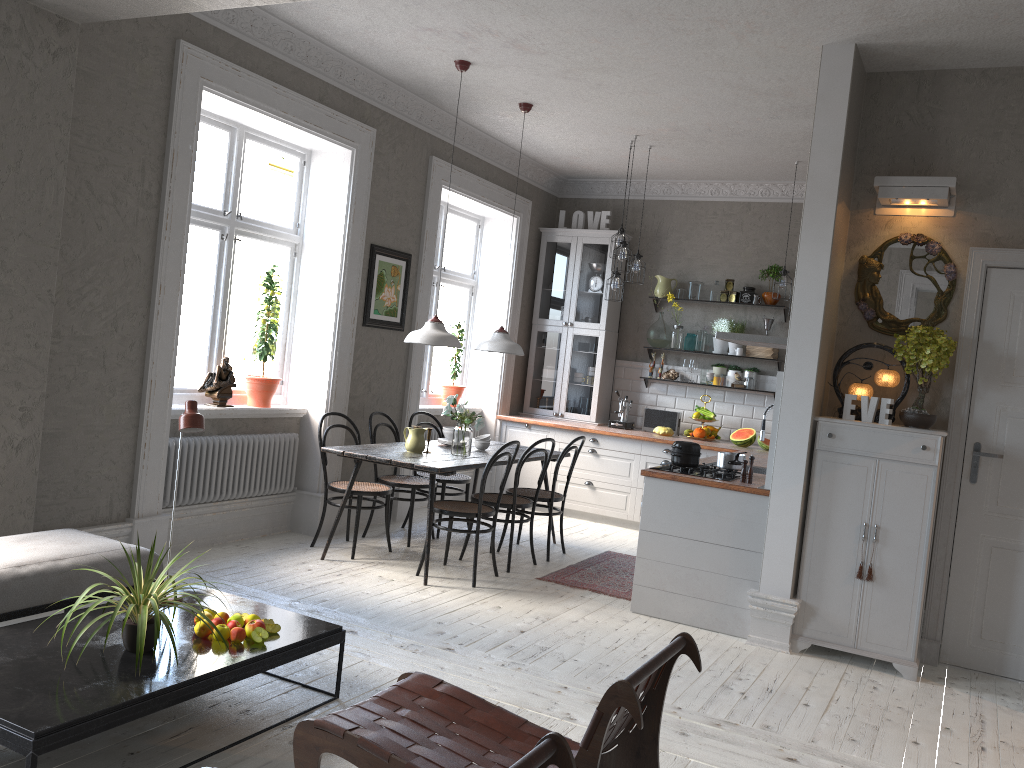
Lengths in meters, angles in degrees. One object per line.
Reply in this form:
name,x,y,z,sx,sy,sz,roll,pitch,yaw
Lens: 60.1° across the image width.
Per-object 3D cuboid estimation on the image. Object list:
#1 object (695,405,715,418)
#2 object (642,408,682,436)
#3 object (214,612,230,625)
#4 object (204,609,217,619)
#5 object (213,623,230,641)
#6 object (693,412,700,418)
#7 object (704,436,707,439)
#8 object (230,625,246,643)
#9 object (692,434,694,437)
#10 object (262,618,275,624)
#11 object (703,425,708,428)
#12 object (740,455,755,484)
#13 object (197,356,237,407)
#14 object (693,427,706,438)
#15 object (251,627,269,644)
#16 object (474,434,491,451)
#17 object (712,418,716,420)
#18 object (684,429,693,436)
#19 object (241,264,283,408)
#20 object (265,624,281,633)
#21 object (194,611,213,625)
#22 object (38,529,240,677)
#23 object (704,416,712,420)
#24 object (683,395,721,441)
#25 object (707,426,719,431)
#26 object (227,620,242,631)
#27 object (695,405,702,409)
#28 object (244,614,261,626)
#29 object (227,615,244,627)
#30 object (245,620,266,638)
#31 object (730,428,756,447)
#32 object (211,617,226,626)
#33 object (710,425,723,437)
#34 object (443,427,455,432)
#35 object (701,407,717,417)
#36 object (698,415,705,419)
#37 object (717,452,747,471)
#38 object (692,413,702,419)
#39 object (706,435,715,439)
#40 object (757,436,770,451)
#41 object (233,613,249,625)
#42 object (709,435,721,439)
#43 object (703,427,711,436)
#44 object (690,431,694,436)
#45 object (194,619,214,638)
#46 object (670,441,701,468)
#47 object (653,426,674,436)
object,1.795,0.256,8.231,0.207,0.101,0.068,7,2,33
object,1.431,0.363,8.478,0.345,0.226,0.089,7,2,26
object,-1.107,0.899,3.378,0.057,0.058,0.059,6,2,10
object,-1.171,0.893,3.408,0.068,0.055,0.059,6,2,-6
object,-1.061,0.906,3.239,0.063,0.063,0.060,5,2,-32
object,1.715,0.291,8.220,0.080,0.069,0.058,5,2,-44
object,1.772,0.491,8.207,0.070,0.065,0.070,5,2,-42
object,-1.001,0.916,3.235,0.057,0.058,0.056,5,2,-38
object,1.720,0.477,8.291,0.069,0.076,0.231,6,2,10
object,-0.950,0.925,3.440,0.047,0.036,0.062,8,2,38
object,1.824,0.431,8.316,0.084,0.093,0.088,7,2,23
object,1.369,0.491,5.149,0.071,0.166,0.036,7,2,26
object,-1.911,-0.017,5.750,0.118,0.329,0.241,7,2,29
object,1.725,0.447,8.149,0.113,0.110,0.111,6,2,-6
object,-0.931,0.925,3.253,0.057,0.053,0.061,7,2,33
object,-0.220,0.426,6.514,0.122,0.119,0.130,8,2,43
object,1.871,0.329,8.232,0.051,0.050,0.050,7,2,36
object,1.683,0.460,8.333,0.154,0.072,0.075,5,2,-34
object,-1.693,-0.337,6.095,0.274,0.991,0.266,5,2,-24
object,-0.917,0.930,3.378,0.068,0.037,0.046,5,2,-37
object,-1.163,0.890,3.333,0.066,0.066,0.072,7,2,32
object,-1.238,0.721,3.063,0.677,0.420,0.716,4,2,-45
object,1.820,0.327,8.223,0.075,0.062,0.100,6,2,0
object,1.789,0.311,8.262,0.349,0.425,0.355,7,2,12
object,1.874,0.420,8.243,0.125,0.056,0.060,7,2,19
object,-1.036,0.909,3.299,0.056,0.058,0.059,7,2,18
object,1.741,0.228,8.263,0.072,0.058,0.051,6,2,3
object,-0.989,0.910,3.381,0.059,0.062,0.064,6,2,8
object,-1.049,0.906,3.359,0.062,0.058,0.060,6,2,-18
object,-0.960,0.914,3.312,0.076,0.064,0.073,5,2,-32
object,2.066,0.478,7.928,0.222,0.174,0.231,5,2,-41
object,-1.102,0.903,3.313,0.057,0.056,0.061,7,2,14
object,1.894,0.430,8.225,0.128,0.120,0.060,5,2,-40
object,-0.428,0.374,6.569,0.177,0.094,0.182,7,2,18
object,1.851,0.271,8.280,0.090,0.096,0.177,5,2,-43
object,1.756,0.318,8.216,0.062,0.061,0.068,7,2,27
object,1.402,0.470,5.486,0.178,0.134,0.298,5,2,-28
object,1.735,0.307,8.294,0.095,0.078,0.102,7,2,14
object,1.832,0.493,8.171,0.069,0.051,0.089,6,2,-15
object,2.266,0.529,7.771,0.223,0.127,0.149,7,2,9
object,-1.051,0.913,3.430,0.063,0.039,0.067,7,2,33
object,1.876,0.484,8.288,0.055,0.044,0.213,5,2,-24
object,1.797,0.442,8.199,0.089,0.078,0.087,5,2,-37
object,1.700,0.466,8.283,0.090,0.057,0.084,5,2,-31
object,-1.130,0.896,3.248,0.069,0.066,0.071,8,2,42
object,1.059,0.428,5.397,0.189,0.147,0.194,6,2,7
object,1.413,0.439,8.255,0.193,0.083,0.192,7,2,27
